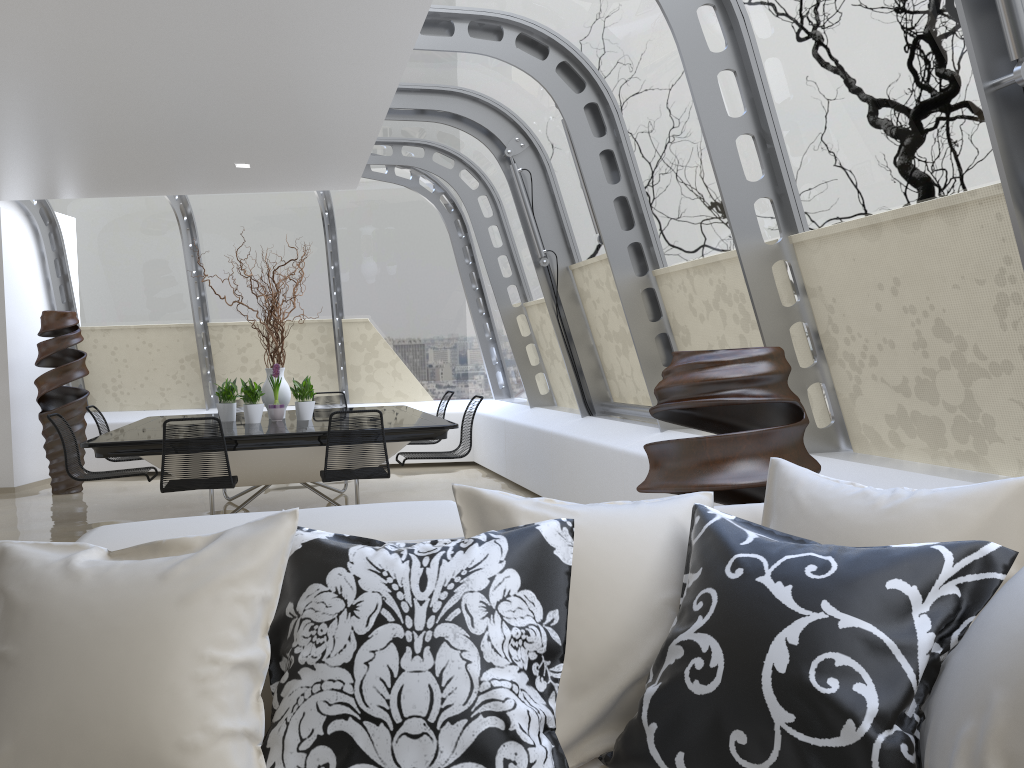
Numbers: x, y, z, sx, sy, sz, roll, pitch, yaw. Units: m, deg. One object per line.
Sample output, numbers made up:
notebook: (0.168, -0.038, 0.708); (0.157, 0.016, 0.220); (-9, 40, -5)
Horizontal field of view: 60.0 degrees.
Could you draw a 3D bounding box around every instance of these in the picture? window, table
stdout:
window: (-5.917, -0.130, 3.543); (16.693, 3.674, 16.171); (-2, 2, -8)
table: (-1.932, 0.679, 7.444); (2.494, 0.759, 3.031); (-2, 2, -14)

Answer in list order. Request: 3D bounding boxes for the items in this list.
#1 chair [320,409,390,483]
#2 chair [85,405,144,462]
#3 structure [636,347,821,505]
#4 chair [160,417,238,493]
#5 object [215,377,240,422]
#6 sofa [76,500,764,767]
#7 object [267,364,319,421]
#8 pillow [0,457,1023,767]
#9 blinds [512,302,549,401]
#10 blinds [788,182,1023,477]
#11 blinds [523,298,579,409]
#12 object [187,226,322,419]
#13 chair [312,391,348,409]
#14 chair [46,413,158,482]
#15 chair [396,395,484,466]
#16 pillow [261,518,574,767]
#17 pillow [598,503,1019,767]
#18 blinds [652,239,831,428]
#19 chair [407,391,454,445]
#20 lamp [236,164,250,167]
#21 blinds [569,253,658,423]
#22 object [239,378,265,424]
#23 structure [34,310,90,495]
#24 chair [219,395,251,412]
chair: (-1.072, 0.419, 6.012); (0.446, 0.519, 0.688); (-2, 2, -14)
chair: (-3.336, 0.436, 7.793); (0.688, 0.519, 0.446); (-2, 2, -14)
structure: (0.814, 0.494, 3.342); (0.672, 1.258, 0.674); (-3, 2, -37)
chair: (-2.038, 0.457, 5.766); (0.446, 0.519, 0.688); (-2, 2, -14)
object: (-2.395, 0.129, 7.478); (0.215, 0.369, 0.284); (-1, 2, 24)
sofa: (0.146, 0.779, 0.426); (3.257, 0.866, 4.169); (-2, 2, -14)
object: (-1.792, 0.064, 7.322); (0.417, 0.476, 0.238); (-1, 2, 14)
pillow: (0.645, 0.467, 0.899); (1.656, 0.530, 3.322); (-4, 2, -44)
blinds: (0.205, 0.234, 9.569); (0.663, 2.118, 1.829); (-2, 2, -14)
blinds: (1.599, -0.149, 3.371); (0.329, 1.027, 1.430); (-2, 2, -14)
blinds: (0.456, -0.251, 7.845); (0.329, 1.027, 1.430); (-2, 2, -14)
object: (-2.151, -0.469, 7.406); (1.031, 1.549, 1.135); (-3, 2, -22)
chair: (-1.846, 0.349, 9.043); (0.446, 0.519, 0.688); (-2, 2, -14)
chair: (-3.020, 0.464, 6.557); (0.688, 0.519, 0.446); (-2, 2, -14)
chair: (-0.584, 0.367, 7.177); (0.688, 0.519, 0.446); (-2, 2, -14)
pillow: (-0.178, 0.504, 1.556); (0.604, 0.471, 0.394); (-2, 2, 2)
pillow: (0.481, 0.495, 1.522); (0.599, 0.483, 0.405); (0, 2, 44)
blinds: (1.218, -0.183, 4.863); (0.329, 1.027, 1.430); (-2, 2, -14)
chair: (-0.899, 0.339, 8.413); (0.688, 0.519, 0.446); (-2, 2, -14)
lamp: (-5.713, -1.543, 1.572); (9.775, 0.004, 9.928); (-2, 2, -14)
blinds: (0.807, -0.310, 6.342); (0.387, 1.214, 1.376); (-2, 2, -14)
object: (-2.088, 0.130, 7.110); (0.215, 0.369, 0.284); (-1, 2, 19)
structure: (-4.505, 0.188, 8.901); (0.498, 1.843, 0.493); (-2, 2, -3)
chair: (-2.743, 0.385, 8.815); (0.446, 0.519, 0.688); (-2, 2, -14)
